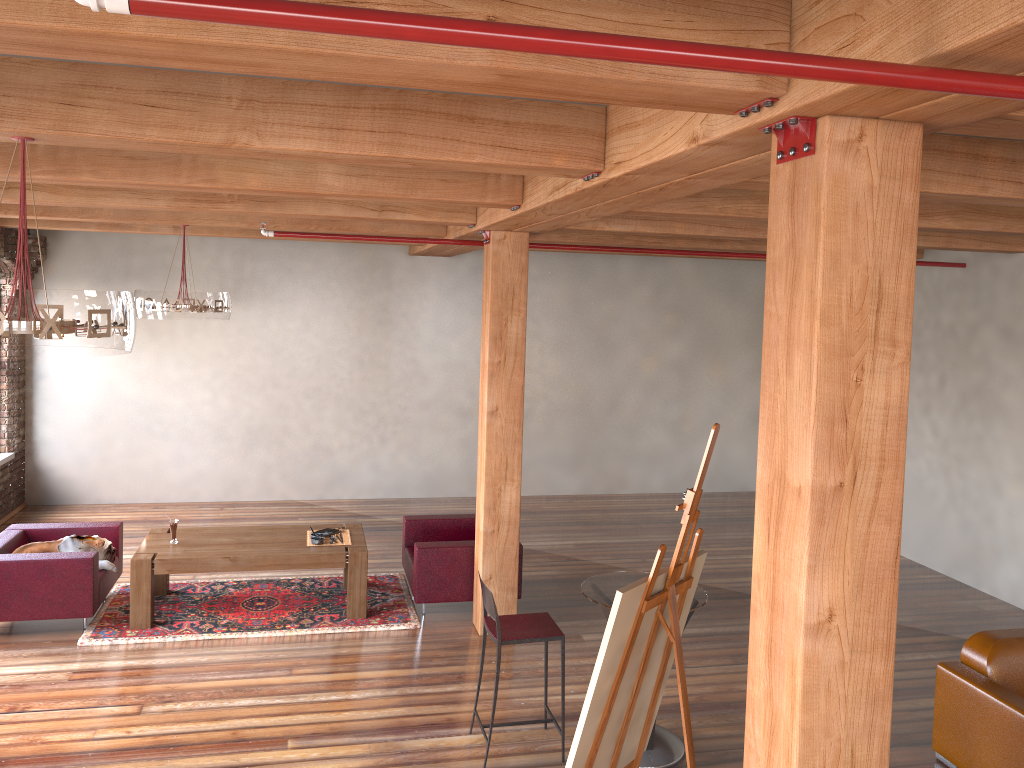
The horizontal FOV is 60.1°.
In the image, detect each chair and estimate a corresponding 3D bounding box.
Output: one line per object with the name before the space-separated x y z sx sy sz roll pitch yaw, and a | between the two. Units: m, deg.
chair | 3.043 1.842 4.829 1.063 0.733 0.833 1 4 -13
chair | 0.038 1.601 5.063 0.466 0.979 0.431 1 3 -13
chair | -3.595 1.503 6.890 0.865 0.591 1.074 1 5 -13
chair | -0.457 1.536 7.586 0.865 0.591 1.074 1 5 -13

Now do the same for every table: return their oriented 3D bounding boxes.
table | 0.745 1.652 5.136 0.722 0.922 0.723 3 4 12
table | -2.094 1.543 7.232 1.750 0.548 0.903 1 5 -13

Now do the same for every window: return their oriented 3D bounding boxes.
window | -5.529 -0.230 9.350 0.235 2.210 0.971 1 3 -13

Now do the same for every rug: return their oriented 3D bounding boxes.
rug | -2.059 1.813 7.262 2.461 0.009 1.348 1 6 -13

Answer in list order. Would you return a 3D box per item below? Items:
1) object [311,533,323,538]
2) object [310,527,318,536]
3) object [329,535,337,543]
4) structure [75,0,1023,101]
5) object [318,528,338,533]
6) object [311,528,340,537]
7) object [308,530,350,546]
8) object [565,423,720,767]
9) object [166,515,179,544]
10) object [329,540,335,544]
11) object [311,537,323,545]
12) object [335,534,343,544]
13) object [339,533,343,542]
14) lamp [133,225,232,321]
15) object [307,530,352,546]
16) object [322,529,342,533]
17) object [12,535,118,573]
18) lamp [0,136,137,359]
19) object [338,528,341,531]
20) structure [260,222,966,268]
object | -1.601 1.255 7.264 0.099 0.043 0.099 4 6 25
object | -1.623 1.226 7.282 0.137 0.079 0.045 6 5 42
object | -1.462 1.267 7.253 0.045 0.030 0.154 -1 6 -28
structure | 2.598 -0.623 2.168 6.806 0.111 0.051 1 3 -13
object | -1.573 1.238 7.452 0.007 0.008 0.270 6 7 43
object | -1.567 1.251 7.450 0.154 0.018 0.213 5 6 32
object | -1.518 1.273 7.343 0.332 0.003 0.472 1 6 -13
object | 0.523 1.191 3.441 0.686 2.136 0.702 4 4 37
object | -2.699 1.149 7.048 0.095 0.231 0.076 3 3 20
object | -1.461 1.280 7.161 0.018 0.021 0.059 4 6 29
object | -1.572 1.267 7.150 0.099 0.043 0.099 3 5 13
object | -1.424 1.276 7.296 0.007 0.008 0.271 0 6 -24
object | -1.414 1.272 7.336 0.007 0.008 0.271 1 6 -17
lamp | -2.851 -0.973 7.690 0.810 0.813 0.811 4 5 28
object | -1.519 1.273 7.343 0.352 0.001 0.471 1 6 -13
object | -1.548 1.240 7.438 0.270 0.008 0.007 -3 6 -39
object | -3.456 1.335 6.847 0.755 0.296 0.365 -3 6 -41
lamp | -1.868 -0.531 3.381 0.810 0.813 0.810 4 5 29
object | -1.471 1.243 7.550 0.018 0.021 0.059 0 5 -26
structure | 1.305 -1.204 7.835 6.806 0.111 0.051 1 3 -13
